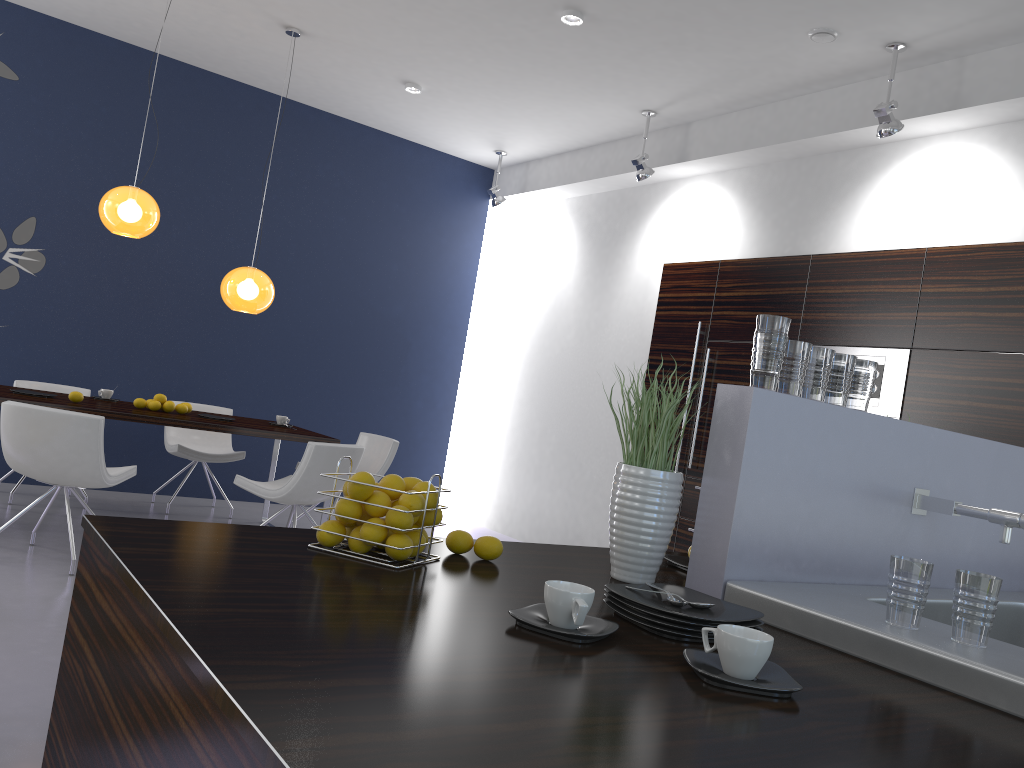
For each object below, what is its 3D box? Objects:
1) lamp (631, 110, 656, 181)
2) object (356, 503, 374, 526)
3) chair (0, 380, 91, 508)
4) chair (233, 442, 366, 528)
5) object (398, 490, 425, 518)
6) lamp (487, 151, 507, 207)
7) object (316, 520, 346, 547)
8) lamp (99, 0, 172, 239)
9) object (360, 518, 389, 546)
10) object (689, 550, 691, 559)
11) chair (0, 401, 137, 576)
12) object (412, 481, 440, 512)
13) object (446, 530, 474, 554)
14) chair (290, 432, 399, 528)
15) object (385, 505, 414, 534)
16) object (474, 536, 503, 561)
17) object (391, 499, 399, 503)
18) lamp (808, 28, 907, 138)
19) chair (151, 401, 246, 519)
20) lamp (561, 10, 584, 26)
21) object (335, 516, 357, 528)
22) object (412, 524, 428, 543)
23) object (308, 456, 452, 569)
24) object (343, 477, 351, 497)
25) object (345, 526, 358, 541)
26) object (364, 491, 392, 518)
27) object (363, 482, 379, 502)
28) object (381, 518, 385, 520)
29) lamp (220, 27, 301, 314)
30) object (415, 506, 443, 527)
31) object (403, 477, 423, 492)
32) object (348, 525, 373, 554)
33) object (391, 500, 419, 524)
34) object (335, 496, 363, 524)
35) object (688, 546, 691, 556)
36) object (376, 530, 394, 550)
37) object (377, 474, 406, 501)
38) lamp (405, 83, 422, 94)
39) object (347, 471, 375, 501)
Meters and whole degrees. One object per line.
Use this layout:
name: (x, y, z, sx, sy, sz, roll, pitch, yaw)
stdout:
lamp: (0.994, -1.750, 6.573, 0.185, 0.511, 0.150, 11, -2, -34)
object: (-0.289, 0.258, 1.752, 0.051, 0.053, 0.062, 10, -2, -26)
chair: (-3.260, 0.416, 6.262, 0.508, 0.805, 0.620, 11, -2, -39)
chair: (-1.288, 0.719, 5.356, 0.620, 0.805, 0.508, 9, -2, 26)
object: (-0.191, 0.230, 1.698, 0.053, 0.051, 0.063, 9, -2, 11)
lamp: (-0.118, -1.889, 8.230, 0.185, 0.511, 0.150, 11, -2, -34)
object: (-0.346, 0.286, 1.699, 0.053, 0.052, 0.062, 9, -2, 5)
lamp: (-2.307, -1.750, 5.628, 0.358, 1.645, 0.359, 10, -2, -23)
object: (-0.259, 0.278, 1.668, 0.052, 0.053, 0.062, 9, -2, 3)
object: (0.465, 0.428, 2.195, 0.052, 0.054, 0.061, 8, -2, 33)
chair: (-2.353, 0.522, 4.636, 0.508, 0.805, 0.620, 9, -2, 1)
object: (-0.171, 0.222, 1.748, 0.057, 0.060, 0.052, 8, -2, 44)
object: (-0.111, 0.335, 1.880, 0.063, 0.051, 0.053, 10, -2, -30)
chair: (-1.239, 0.762, 6.614, 0.620, 0.805, 0.508, 11, -2, -39)
object: (-0.211, 0.254, 1.658, 0.053, 0.055, 0.060, 9, -2, 9)
object: (-0.050, 0.345, 1.862, 0.063, 0.051, 0.053, 9, -2, 25)
object: (-0.230, 0.255, 1.790, 0.052, 0.053, 0.062, 9, -2, 28)
lamp: (1.900, -1.645, 4.914, 0.605, 0.511, 0.171, 10, -2, -2)
chair: (-2.413, 0.573, 6.844, 0.508, 0.805, 0.620, 11, -2, -34)
lamp: (0.353, -2.137, 5.176, 0.132, 0.035, 0.132, 9, -2, 9)
object: (-0.320, 0.256, 1.754, 0.051, 0.055, 0.061, 8, -2, 35)
object: (-0.196, 0.306, 1.780, 0.060, 0.057, 0.052, 10, -2, -32)
object: (-0.252, 0.244, 1.736, 0.207, 0.174, 0.189, 9, -2, 21)
object: (-0.308, 0.207, 1.750, 0.051, 0.053, 0.063, 10, -2, -21)
object: (-0.313, 0.294, 1.779, 0.051, 0.053, 0.063, 10, -2, -26)
object: (-0.258, 0.231, 1.702, 0.055, 0.051, 0.061, 11, -2, -40)
object: (-0.278, 0.225, 1.799, 0.061, 0.052, 0.053, 10, -2, -21)
object: (-0.257, 0.302, 1.791, 0.064, 0.063, 0.074, 10, -2, -14)
lamp: (-1.668, -1.464, 6.084, 0.359, 1.974, 0.358, 10, -2, -29)
object: (-0.170, 0.263, 1.775, 0.063, 0.051, 0.053, 9, -2, 25)
object: (-0.202, 0.214, 1.791, 0.063, 0.051, 0.053, 9, -2, 13)
object: (-0.288, 0.298, 1.702, 0.050, 0.055, 0.061, 9, -2, 12)
object: (-0.212, 0.253, 1.736, 0.064, 0.053, 0.051, 10, -2, -31)
object: (-0.312, 0.241, 1.695, 0.053, 0.054, 0.061, 9, -2, 12)
object: (0.481, 0.432, 2.257, 0.070, 0.058, 0.060, 11, -2, -35)
object: (-0.249, 0.297, 1.749, 0.057, 0.060, 0.052, 10, -2, -28)
object: (-0.237, 0.203, 1.743, 0.051, 0.053, 0.063, 10, -2, -33)
lamp: (-0.759, -2.277, 6.833, 0.132, 0.035, 0.132, 9, -2, 13)
object: (-0.287, 0.195, 1.686, 0.050, 0.060, 0.059, 11, -2, -34)
